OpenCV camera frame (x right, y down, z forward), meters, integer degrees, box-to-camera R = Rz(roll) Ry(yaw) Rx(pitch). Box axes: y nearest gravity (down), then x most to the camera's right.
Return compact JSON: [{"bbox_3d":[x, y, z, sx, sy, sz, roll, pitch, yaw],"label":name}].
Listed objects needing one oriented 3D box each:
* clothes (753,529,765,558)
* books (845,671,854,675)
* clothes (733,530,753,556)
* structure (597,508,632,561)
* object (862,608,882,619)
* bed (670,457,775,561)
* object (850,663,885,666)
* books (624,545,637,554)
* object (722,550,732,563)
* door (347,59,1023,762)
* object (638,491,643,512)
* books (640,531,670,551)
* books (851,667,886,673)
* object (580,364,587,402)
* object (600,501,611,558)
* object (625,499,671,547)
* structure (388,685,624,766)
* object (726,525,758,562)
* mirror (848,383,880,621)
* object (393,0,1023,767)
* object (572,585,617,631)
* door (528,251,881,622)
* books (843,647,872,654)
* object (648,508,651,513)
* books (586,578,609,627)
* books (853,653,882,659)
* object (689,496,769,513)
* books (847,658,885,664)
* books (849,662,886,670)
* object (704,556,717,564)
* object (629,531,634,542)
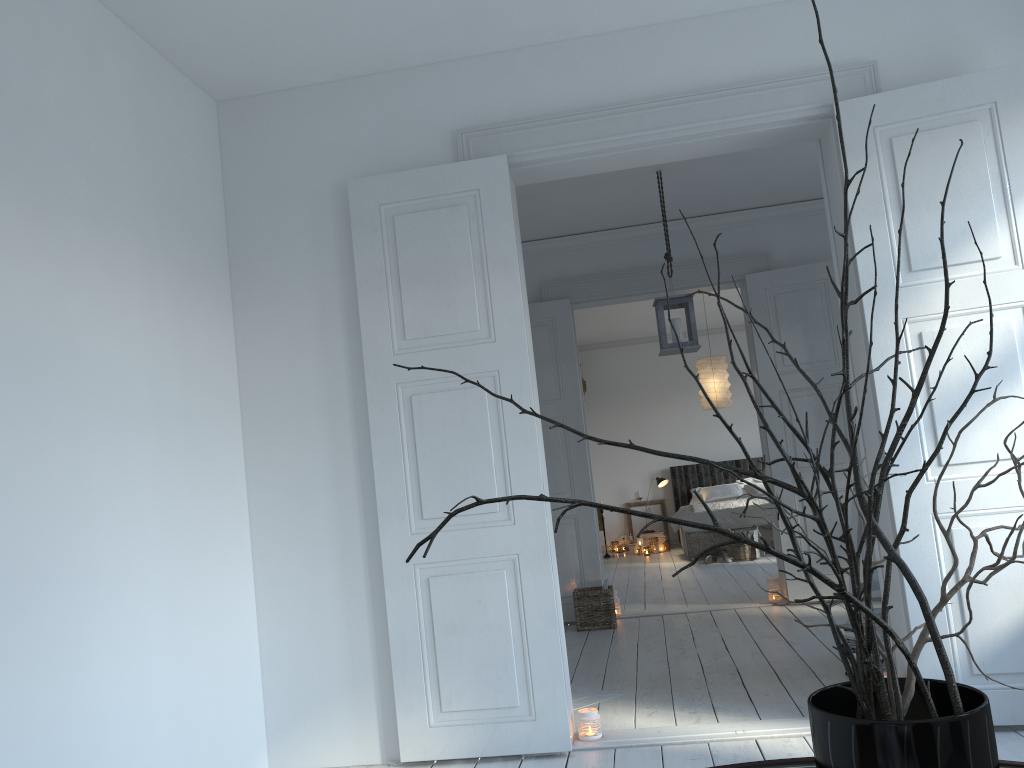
[{"bbox_3d":[2.439,1.666,9.222,0.235,0.288,0.284,-1,-8,-43],"label":"clothes"},{"bbox_3d":[1.644,1.320,4.069,0.128,0.016,0.179,0,-9,-44],"label":"books"},{"bbox_3d":[2.402,1.653,9.191,0.246,0.269,0.298,-7,-6,9],"label":"clothes"},{"bbox_3d":[0.746,0.927,11.527,0.800,2.831,1.250,-2,-7,-37],"label":"structure"},{"bbox_3d":[1.754,1.123,4.251,0.142,0.074,0.142,-5,-6,-8],"label":"object"},{"bbox_3d":[2.833,1.415,10.598,1.889,1.045,2.180,-7,-6,8],"label":"bed"},{"bbox_3d":[1.650,1.270,4.065,0.111,0.014,0.157,-1,-8,-39],"label":"object"},{"bbox_3d":[1.534,2.130,11.406,0.175,0.095,0.263,-6,-6,3],"label":"books"},{"bbox_3d":[2.241,1.798,9.257,0.083,0.122,0.223,-7,-6,7],"label":"object"},{"bbox_3d":[0.745,0.106,3.550,2.599,2.501,0.578,-7,-6,8],"label":"door"},{"bbox_3d":[1.724,1.589,11.891,0.067,0.320,0.067,-3,-7,-33],"label":"object"},{"bbox_3d":[1.852,2.036,11.494,0.346,0.232,0.245,-8,-6,16],"label":"books"},{"bbox_3d":[1.646,1.303,4.071,0.128,0.016,0.177,-1,-9,-41],"label":"books"},{"bbox_3d":[0.937,-0.013,11.848,0.117,0.505,0.105,-4,-6,-19],"label":"object"},{"bbox_3d":[1.166,1.835,11.243,0.091,0.717,0.091,-8,-6,17],"label":"object"},{"bbox_3d":[1.812,1.877,11.830,0.528,0.629,0.083,-7,-6,8],"label":"object"},{"bbox_3d":[-0.346,0.224,4.255,1.247,2.822,0.802,-2,-7,-37],"label":"structure"},{"bbox_3d":[2.412,1.662,9.248,0.319,0.350,0.319,-11,-8,39],"label":"object"},{"bbox_3d":[1.866,0.575,4.284,0.610,1.486,0.418,-3,-6,-27],"label":"mirror"},{"bbox_3d":[0.267,0.094,1.056,0.845,1.064,0.526,-4,-6,-21],"label":"object"},{"bbox_3d":[0.574,1.548,6.129,0.270,0.264,0.224,-7,-6,8],"label":"object"},{"bbox_3d":[1.190,0.396,6.523,2.599,2.501,0.578,-7,-6,8],"label":"door"},{"bbox_3d":[1.633,1.217,4.087,0.193,0.022,0.128,-12,-8,40],"label":"books"},{"bbox_3d":[1.837,1.667,11.852,0.062,0.228,0.063,-10,-6,32],"label":"object"},{"bbox_3d":[0.583,1.514,6.130,0.201,0.299,0.180,-7,-6,8],"label":"books"},{"bbox_3d":[1.647,1.238,4.076,0.167,0.022,0.128,-12,-9,42],"label":"books"},{"bbox_3d":[2.696,1.298,9.771,1.460,0.104,0.405,-7,-6,8],"label":"object"},{"bbox_3d":[1.641,1.259,4.079,0.132,0.017,0.187,0,-9,-45],"label":"books"},{"bbox_3d":[1.645,1.287,4.075,0.128,0.016,0.181,-1,-8,-37],"label":"books"},{"bbox_3d":[2.054,1.844,9.328,0.120,0.083,0.222,-11,-8,36],"label":"object"},{"bbox_3d":[1.589,2.000,11.832,0.062,0.220,0.028,-6,-5,3],"label":"object"}]
